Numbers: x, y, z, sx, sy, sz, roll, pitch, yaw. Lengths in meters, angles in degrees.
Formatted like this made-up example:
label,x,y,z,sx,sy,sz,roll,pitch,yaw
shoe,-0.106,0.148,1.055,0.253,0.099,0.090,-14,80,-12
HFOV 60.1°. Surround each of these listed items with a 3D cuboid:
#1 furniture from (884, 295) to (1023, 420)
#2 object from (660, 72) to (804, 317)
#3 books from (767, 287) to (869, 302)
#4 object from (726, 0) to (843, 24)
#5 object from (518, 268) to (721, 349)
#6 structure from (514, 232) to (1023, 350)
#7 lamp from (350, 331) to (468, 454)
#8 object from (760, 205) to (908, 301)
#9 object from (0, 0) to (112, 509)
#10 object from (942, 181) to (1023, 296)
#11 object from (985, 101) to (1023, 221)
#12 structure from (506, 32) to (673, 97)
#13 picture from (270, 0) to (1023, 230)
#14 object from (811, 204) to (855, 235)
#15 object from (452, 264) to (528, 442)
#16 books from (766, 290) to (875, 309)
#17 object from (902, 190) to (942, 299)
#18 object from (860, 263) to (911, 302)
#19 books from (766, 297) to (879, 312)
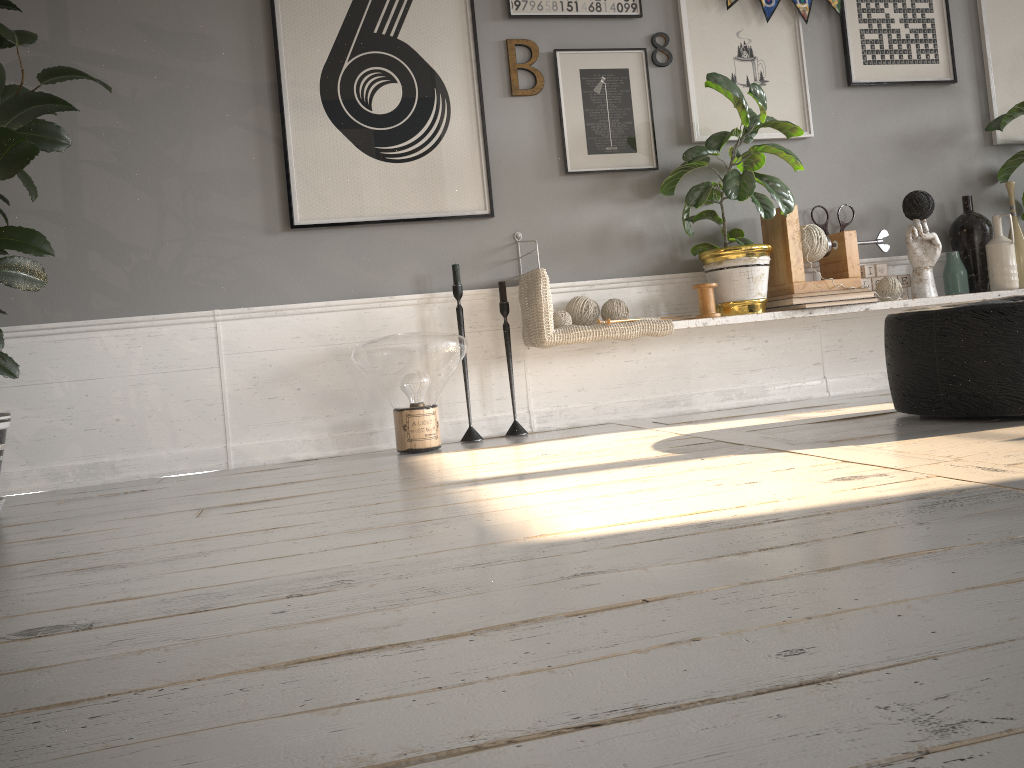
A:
label,x,y,z,sx,sy,sz,roll,pitch,yaw
furniture,1.578,-0.100,2.796,0.737,0.357,0.733,-6,2,-27
object,0.922,-0.764,3.635,0.511,0.965,0.543,-5,-1,-29
books,1.290,-0.379,3.772,0.380,0.017,0.228,-6,2,-17
object,1.261,-1.779,3.989,0.915,0.340,0.057,-6,-1,-15
object,0.444,-0.326,3.561,0.786,0.307,0.328,-6,0,-13
structure,1.407,-0.524,3.833,2.779,0.487,0.307,-6,-1,-14
lamp,-0.362,0.029,3.264,0.432,0.438,0.432,-6,0,8
object,1.393,-0.549,3.800,0.546,0.441,0.238,-6,-1,-14
object,-1.330,-0.480,1.239,1.013,1.796,3.890,-5,1,-14
object,2.123,-0.656,3.985,0.330,0.489,0.286,-6,-1,37
object,2.507,-1.028,4.065,0.565,1.152,0.416,-6,-1,26
structure,0.343,-1.364,3.770,0.740,0.263,0.024,-6,-2,-14
picture,-0.237,-1.331,1.552,7.303,1.797,4.033,-6,2,-14
object,1.460,-0.576,3.968,0.222,0.464,0.019,-5,-2,-14
object,-0.102,-0.138,3.482,0.280,0.702,0.091,-5,-2,-22
books,1.297,-0.357,3.762,0.384,0.029,0.259,-6,2,-13
object,1.815,-0.620,3.924,0.155,0.484,0.136,-5,-2,-14
object,1.656,-0.451,3.972,0.265,0.174,0.078,-6,-1,-8
books,1.310,-0.334,3.769,0.369,0.021,0.296,-6,2,-19
